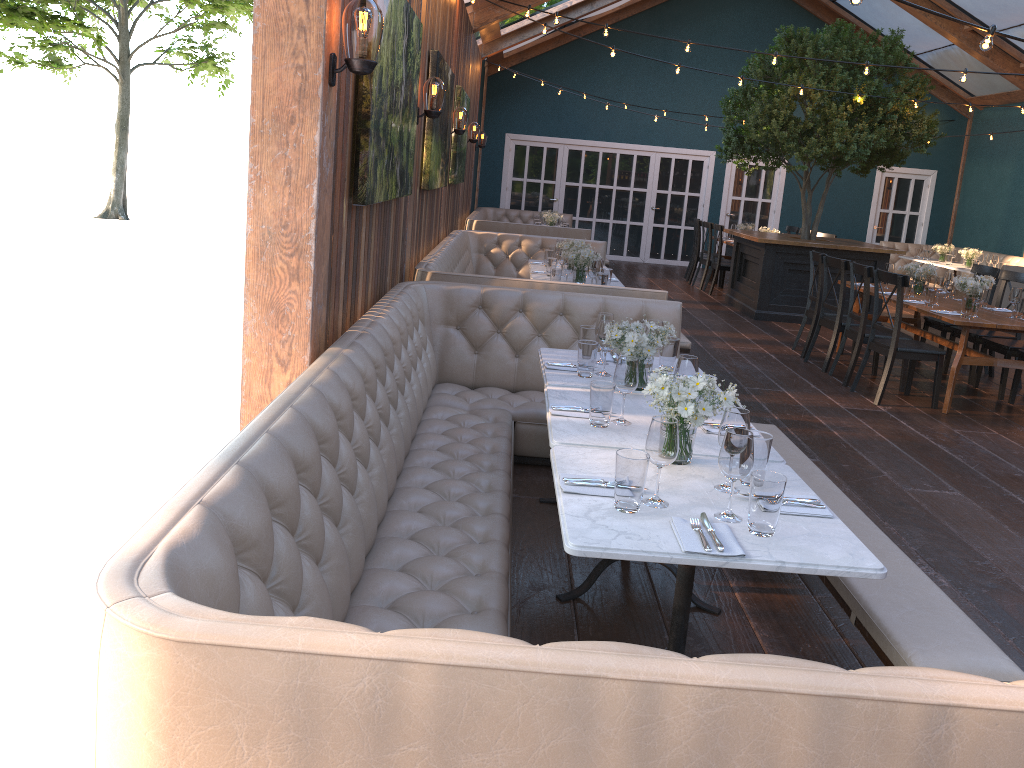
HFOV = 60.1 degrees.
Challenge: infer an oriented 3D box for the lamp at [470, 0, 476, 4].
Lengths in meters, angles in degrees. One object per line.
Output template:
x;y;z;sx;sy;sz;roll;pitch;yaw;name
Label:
-0.364;-3.670;8.412;0.057;0.117;0.062;12;13;34;lamp

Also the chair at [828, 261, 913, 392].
3.100;-0.502;7.546;0.539;1.008;0.483;5;11;2;chair

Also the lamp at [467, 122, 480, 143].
-0.502;-3.182;11.281;0.178;0.316;0.148;5;11;-1;lamp

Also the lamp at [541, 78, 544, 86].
0.492;-4.830;14.164;0.056;0.120;0.057;2;11;-16;lamp

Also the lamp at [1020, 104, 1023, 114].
6.093;-3.275;10.546;0.056;0.116;0.069;4;11;-4;lamp

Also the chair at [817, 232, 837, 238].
4.386;-1.716;13.010;0.539;1.008;0.483;2;11;-17;chair

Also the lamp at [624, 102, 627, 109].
1.894;-4.629;14.720;0.056;0.119;0.057;5;11;1;lamp

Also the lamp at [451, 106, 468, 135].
-0.518;-2.528;8.576;0.178;0.316;0.148;5;11;-1;lamp

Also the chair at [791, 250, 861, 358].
3.119;-0.768;8.650;0.540;1.008;0.483;6;11;4;chair

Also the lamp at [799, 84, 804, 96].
3.174;-3.219;9.694;0.056;0.120;0.057;1;11;-20;lamp

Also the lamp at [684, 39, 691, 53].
1.568;-3.015;7.891;0.056;0.119;0.057;7;11;11;lamp

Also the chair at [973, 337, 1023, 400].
4.373;-0.395;7.557;0.539;1.008;0.483;5;11;-1;chair

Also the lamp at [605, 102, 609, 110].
1.443;-4.222;13.438;0.056;0.118;0.060;6;11;3;lamp

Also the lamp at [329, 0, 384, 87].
-0.551;-1.217;3.155;0.178;0.316;0.148;5;11;-1;lamp

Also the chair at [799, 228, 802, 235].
4.412;-1.985;14.131;0.540;1.008;0.483;6;11;4;chair

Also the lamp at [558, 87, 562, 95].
0.733;-4.490;13.575;0.059;0.118;0.057;4;11;-7;lamp

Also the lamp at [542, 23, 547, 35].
0.324;-3.487;8.675;0.065;0.117;0.057;-5;14;-41;lamp

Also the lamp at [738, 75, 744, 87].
2.446;-3.244;9.468;0.056;0.119;0.057;2;11;-13;lamp

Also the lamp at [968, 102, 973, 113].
5.366;-3.231;10.343;0.060;0.118;0.057;10;12;23;lamp

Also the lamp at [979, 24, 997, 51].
2.194;-1.598;4.084;0.056;0.118;0.057;-4;14;-40;lamp

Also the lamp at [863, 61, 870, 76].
3.014;-2.681;7.514;0.057;0.120;0.056;14;14;39;lamp

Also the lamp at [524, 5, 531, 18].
0.145;-3.466;8.231;0.056;0.119;0.057;-2;13;-34;lamp

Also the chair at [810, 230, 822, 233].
4.409;-1.851;13.579;0.539;1.008;0.483;5;11;-1;chair

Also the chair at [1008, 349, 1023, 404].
4.370;-0.262;7.005;0.540;1.008;0.483;6;11;4;chair

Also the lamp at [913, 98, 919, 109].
4.632;-3.212;10.135;0.060;0.118;0.057;2;11;-15;lamp

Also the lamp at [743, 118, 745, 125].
4.048;-4.580;15.433;0.056;0.120;0.057;-4;14;-39;lamp

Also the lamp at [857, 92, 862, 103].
3.901;-3.213;9.929;0.056;0.119;0.057;10;12;24;lamp

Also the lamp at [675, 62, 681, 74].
1.728;-3.288;9.216;0.056;0.119;0.057;-2;13;-34;lamp

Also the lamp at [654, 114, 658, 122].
2.161;-3.982;13.250;0.057;0.113;0.074;15;15;41;lamp

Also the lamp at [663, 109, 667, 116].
2.590;-4.594;14.983;0.056;0.119;0.057;10;12;23;lamp

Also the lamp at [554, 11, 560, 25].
0.416;-3.377;8.169;0.056;0.120;0.057;5;11;2;lamp

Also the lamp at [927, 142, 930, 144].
5.764;-3.379;12.230;0.056;0.119;0.057;0;12;-24;lamp

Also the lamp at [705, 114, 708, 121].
3.345;-4.576;15.204;0.067;0.116;0.056;15;15;42;lamp

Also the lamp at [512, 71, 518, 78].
0.043;-4.787;13.697;0.056;0.112;0.077;-6;15;-44;lamp

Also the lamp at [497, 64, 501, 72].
-0.201;-4.961;13.873;0.056;0.119;0.057;-1;12;-30;lamp

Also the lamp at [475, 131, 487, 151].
-0.486;-3.837;13.989;0.178;0.316;0.148;5;11;-1;lamp

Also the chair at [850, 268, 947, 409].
3.097;-0.368;6.994;0.539;1.008;0.483;4;11;-6;chair

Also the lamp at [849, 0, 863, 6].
1.490;-1.694;3.818;0.056;0.119;0.057;4;11;-4;lamp

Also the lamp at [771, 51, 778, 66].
2.288;-2.835;7.705;0.056;0.120;0.057;7;11;8;lamp

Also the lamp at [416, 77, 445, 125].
-0.535;-1.868;5.848;0.178;0.316;0.148;5;11;-1;lamp

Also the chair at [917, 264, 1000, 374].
4.380;-0.662;8.661;0.539;1.008;0.483;5;11;-1;chair

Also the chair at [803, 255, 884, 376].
3.079;-0.638;8.098;0.539;1.008;0.483;4;11;-6;chair

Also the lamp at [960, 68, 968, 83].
3.731;-2.546;7.303;0.056;0.119;0.057;0;12;-25;lamp

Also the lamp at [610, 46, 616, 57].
1.024;-3.362;8.942;0.057;0.117;0.062;14;14;40;lamp

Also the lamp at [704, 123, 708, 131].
2.878;-3.804;13.113;0.057;0.118;0.060;13;13;35;lamp

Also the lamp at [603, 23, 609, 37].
0.860;-3.225;8.068;0.056;0.120;0.057;10;12;23;lamp

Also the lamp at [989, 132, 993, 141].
6.482;-3.351;11.960;0.056;0.119;0.057;0;12;-23;lamp

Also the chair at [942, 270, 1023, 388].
4.377;-0.528;8.109;0.539;1.008;0.483;4;11;-6;chair

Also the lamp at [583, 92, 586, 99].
1.191;-4.712;14.444;0.056;0.119;0.057;8;11;14;lamp
